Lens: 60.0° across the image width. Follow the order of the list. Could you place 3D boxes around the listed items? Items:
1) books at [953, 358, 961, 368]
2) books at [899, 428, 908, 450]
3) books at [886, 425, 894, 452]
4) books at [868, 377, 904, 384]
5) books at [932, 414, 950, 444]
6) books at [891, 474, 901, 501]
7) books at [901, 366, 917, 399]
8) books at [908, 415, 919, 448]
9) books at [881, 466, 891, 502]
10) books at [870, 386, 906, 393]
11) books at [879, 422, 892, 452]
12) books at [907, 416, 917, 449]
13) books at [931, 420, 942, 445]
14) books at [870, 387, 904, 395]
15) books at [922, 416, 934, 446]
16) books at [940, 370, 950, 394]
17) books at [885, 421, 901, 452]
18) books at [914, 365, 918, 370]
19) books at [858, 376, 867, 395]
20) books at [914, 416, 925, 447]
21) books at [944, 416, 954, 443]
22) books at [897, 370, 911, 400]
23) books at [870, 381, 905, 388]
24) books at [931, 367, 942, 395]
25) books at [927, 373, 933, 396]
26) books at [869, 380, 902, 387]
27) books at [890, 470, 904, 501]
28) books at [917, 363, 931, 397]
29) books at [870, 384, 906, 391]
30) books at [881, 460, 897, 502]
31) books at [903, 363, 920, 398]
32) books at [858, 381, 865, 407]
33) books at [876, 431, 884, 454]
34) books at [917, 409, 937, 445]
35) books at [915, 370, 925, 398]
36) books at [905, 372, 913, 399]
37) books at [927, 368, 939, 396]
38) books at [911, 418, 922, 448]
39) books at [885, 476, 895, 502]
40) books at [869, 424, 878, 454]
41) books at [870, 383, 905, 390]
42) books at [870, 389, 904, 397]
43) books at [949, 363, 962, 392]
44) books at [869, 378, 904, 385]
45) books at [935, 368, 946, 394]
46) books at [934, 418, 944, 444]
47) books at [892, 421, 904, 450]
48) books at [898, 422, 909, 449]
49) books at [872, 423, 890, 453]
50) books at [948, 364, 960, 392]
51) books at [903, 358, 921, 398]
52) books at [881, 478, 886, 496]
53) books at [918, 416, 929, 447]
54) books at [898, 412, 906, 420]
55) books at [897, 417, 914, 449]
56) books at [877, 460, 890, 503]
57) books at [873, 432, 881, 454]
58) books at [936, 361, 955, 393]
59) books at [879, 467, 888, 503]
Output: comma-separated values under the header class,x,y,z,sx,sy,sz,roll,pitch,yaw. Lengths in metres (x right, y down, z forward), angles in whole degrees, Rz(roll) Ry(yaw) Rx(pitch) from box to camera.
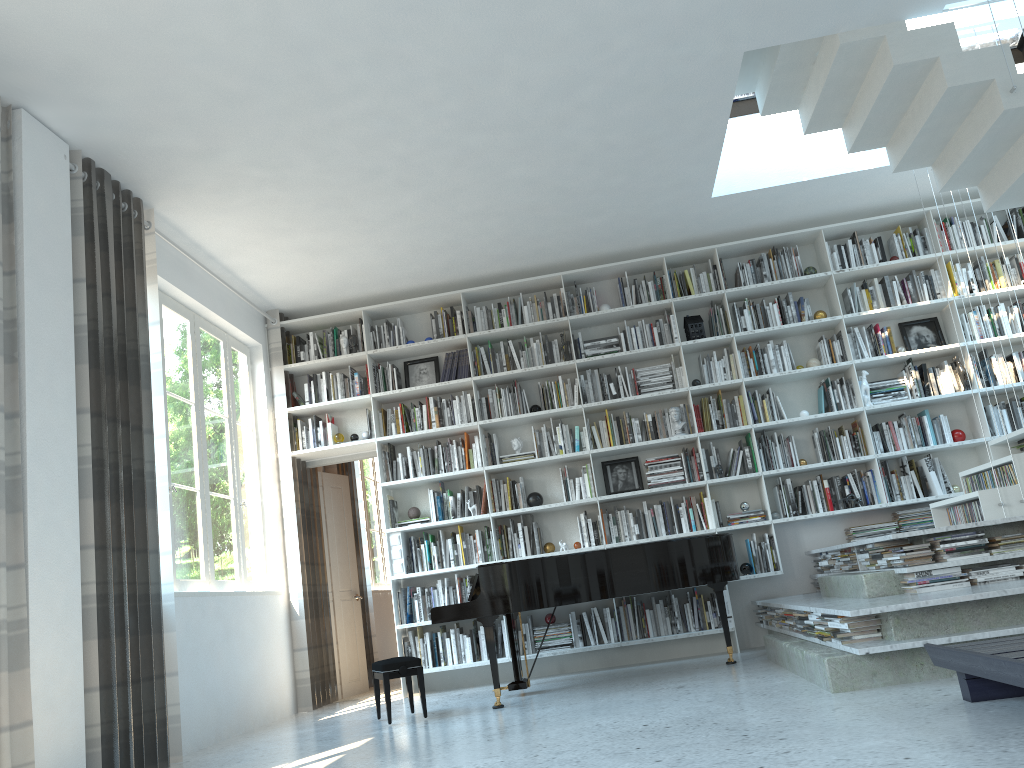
class,x,y,z,sx,sy,sz,roll,pitch,yaw
books,3.497,-0.049,6.886,0.029,0.283,0.139,-9,-13,5
books,2.982,0.441,6.813,0.027,0.181,0.186,-9,-14,5
books,2.893,0.436,6.828,0.011,0.222,0.163,-9,-13,5
books,2.895,-0.009,6.939,0.285,0.012,0.160,-10,-14,7
books,3.291,0.366,6.800,0.025,0.235,0.181,-9,-13,5
books,2.910,0.802,6.762,0.023,0.213,0.164,-9,-13,5
books,3.096,0.015,6.913,0.012,0.284,0.160,-9,-13,5
books,3.071,0.385,6.826,0.011,0.271,0.152,-9,-13,5
books,2.842,0.777,6.776,0.015,0.286,0.138,-9,-13,5
books,2.905,0.060,6.921,0.285,0.012,0.160,-9,-14,2
books,2.876,0.430,6.844,0.024,0.246,0.143,-9,-13,5
books,3.047,0.389,6.807,0.012,0.261,0.187,-9,-13,5
books,3.230,0.391,6.795,0.030,0.200,0.190,-9,-14,5
books,2.906,0.070,6.914,0.254,0.012,0.161,-11,-14,10
books,3.164,0.379,6.799,0.023,0.243,0.190,-9,-13,5
books,3.340,0.010,6.884,0.025,0.212,0.156,-9,-13,5
books,2.917,0.419,6.823,0.045,0.245,0.186,-9,-13,5
books,3.159,0.006,6.905,0.013,0.279,0.131,-9,-13,5
books,2.741,0.083,6.945,0.028,0.266,0.138,-9,-13,5
books,3.109,0.386,6.804,0.014,0.248,0.177,-9,-13,5
books,3.318,0.368,6.798,0.027,0.222,0.170,-9,-13,5
books,3.055,0.034,6.904,0.012,0.253,0.161,-9,-13,5
books,2.900,0.026,6.931,0.285,0.012,0.160,-10,-14,7
books,3.283,0.003,6.901,0.031,0.249,0.133,-9,-13,5
books,3.231,-0.001,6.912,0.010,0.277,0.129,-9,-13,5
books,2.899,0.014,6.934,0.254,0.012,0.161,-10,-14,7
books,2.925,0.782,6.753,0.015,0.243,0.157,-9,-13,5
books,3.193,-0.003,6.889,0.059,0.281,0.167,-9,-13,5
books,2.904,0.049,6.926,0.285,0.012,0.160,-10,-14,7
books,2.886,0.753,6.787,0.013,0.326,0.131,-9,-13,5
books,3.103,0.000,6.889,0.011,0.299,0.184,-9,-13,5
books,2.713,0.103,6.913,0.027,0.221,0.184,-9,-13,5
books,2.818,0.469,6.835,0.022,0.183,0.163,-9,-13,5
books,3.186,0.354,6.806,0.026,0.289,0.181,-9,-13,5
books,3.139,0.027,6.885,0.030,0.236,0.179,-9,-13,5
books,3.074,0.039,6.919,0.023,0.246,0.138,-9,-13,5
books,3.251,0.008,6.886,0.031,0.241,0.147,-9,-13,5
books,3.092,0.395,6.825,0.026,0.246,0.166,-9,-13,5
books,2.871,0.811,6.777,0.033,0.213,0.140,-9,-13,5
books,2.776,0.445,6.859,0.012,0.253,0.161,-9,-13,5
books,2.901,0.036,6.921,0.285,0.012,0.160,-8,-14,0
books,2.907,0.085,6.922,0.254,0.012,0.161,-9,-14,5
books,3.422,-0.026,6.874,0.024,0.254,0.145,-9,-13,5
books,2.897,0.002,6.937,0.285,0.012,0.160,-9,-14,3
books,3.313,0.005,6.896,0.028,0.234,0.129,-9,-13,5
books,3.263,0.381,6.810,0.037,0.218,0.140,-9,-13,5
books,2.954,0.420,6.834,0.026,0.238,0.177,-9,-13,5
books,3.000,0.417,6.826,0.012,0.229,0.179,-9,-13,5
books,2.840,0.435,6.836,0.047,0.243,0.177,-9,-13,5
books,3.389,-0.016,6.861,0.041,0.238,0.177,-9,-13,5
books,3.111,-0.021,6.891,0.010,0.338,0.180,-9,-13,5
books,2.799,0.819,6.754,0.027,0.208,0.164,-9,-13,5
books,3.149,0.383,6.826,0.012,0.253,0.161,-9,-13,5
books,3.035,0.377,6.829,0.013,0.298,0.148,-9,-13,5
books,3.015,0.396,6.805,0.028,0.254,0.192,-9,-13,5
books,2.824,0.755,6.781,0.014,0.336,0.132,-9,-13,5
books,2.796,0.472,6.839,0.023,0.186,0.160,-9,-13,5
books,3.356,-0.027,6.865,0.021,0.270,0.192,-9,-13,5
books,2.815,0.782,6.781,0.012,0.285,0.158,-9,-13,5
